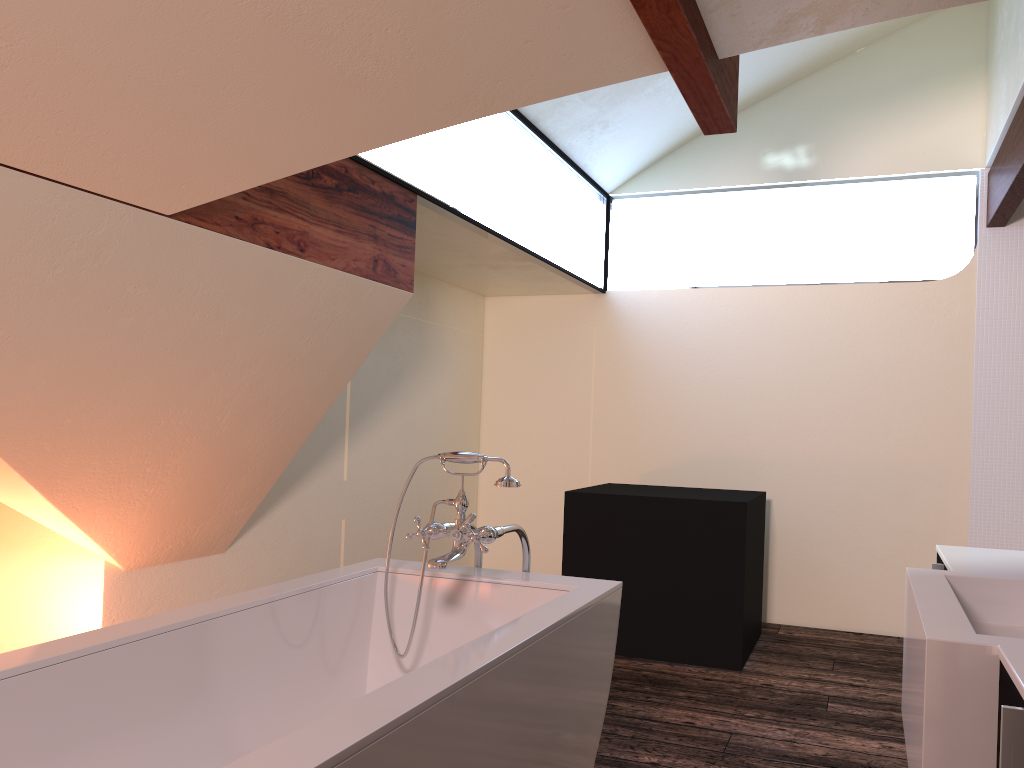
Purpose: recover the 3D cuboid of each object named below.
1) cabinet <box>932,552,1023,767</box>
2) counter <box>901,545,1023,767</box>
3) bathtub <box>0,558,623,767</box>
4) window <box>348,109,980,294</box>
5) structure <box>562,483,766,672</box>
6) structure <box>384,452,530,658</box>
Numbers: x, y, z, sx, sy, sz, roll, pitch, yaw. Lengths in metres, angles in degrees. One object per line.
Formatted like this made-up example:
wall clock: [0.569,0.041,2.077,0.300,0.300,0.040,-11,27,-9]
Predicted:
cabinet: [0.759,0.827,1.078,0.386,0.922,1.858,2,-2,22]
counter: [0.743,0.500,1.092,0.442,0.296,1.858,1,-3,22]
bathtub: [-0.480,0.901,1.637,0.798,0.693,2.219,1,-3,22]
window: [0.870,-1.038,3.500,2.106,0.676,3.522,1,-3,22]
structure: [0.795,1.041,4.532,0.869,0.860,0.801,1,-2,22]
structure: [-0.095,0.771,2.514,0.384,1.119,0.554,1,-1,37]
